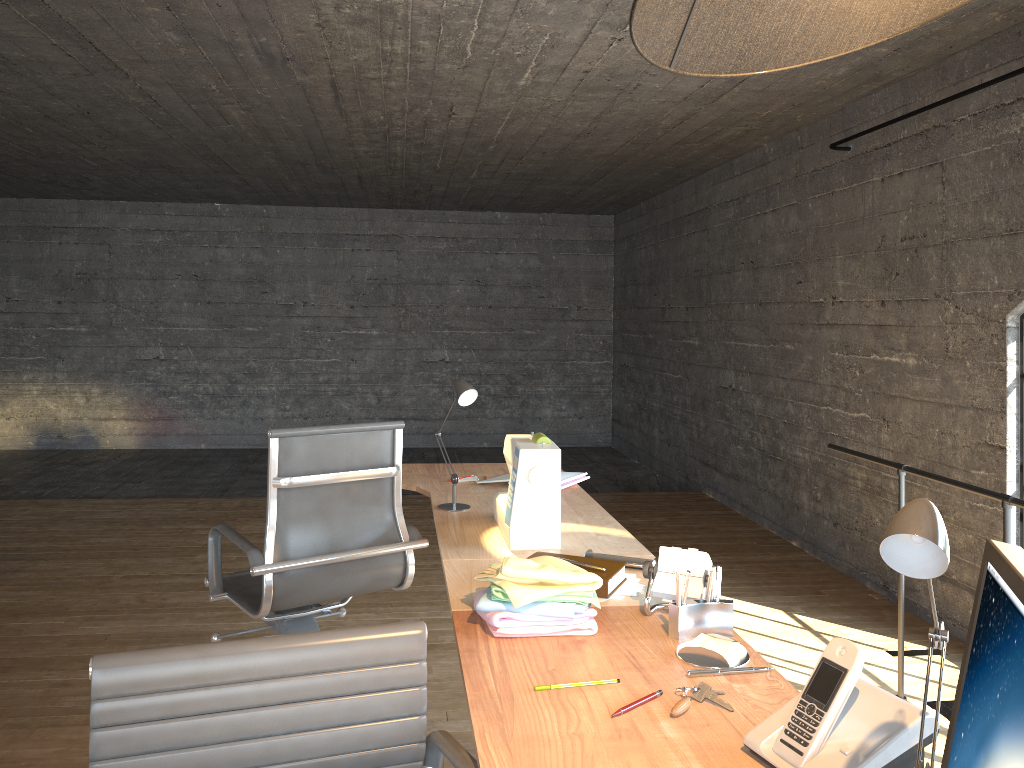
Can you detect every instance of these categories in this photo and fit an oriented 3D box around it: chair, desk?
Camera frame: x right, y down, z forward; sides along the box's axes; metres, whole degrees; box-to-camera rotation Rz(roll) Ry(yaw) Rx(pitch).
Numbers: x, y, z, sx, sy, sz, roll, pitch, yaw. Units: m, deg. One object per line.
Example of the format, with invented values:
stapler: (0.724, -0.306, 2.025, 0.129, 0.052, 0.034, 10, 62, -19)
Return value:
chair: (-0.679, 0.618, 2.805, 0.652, 1.016, 0.685, 1, 0, -38)
chair: (-0.262, 0.828, 1.112, 0.653, 0.860, 0.685, 1, 1, -21)
desk: (-0.381, 0.830, 1.886, 1.634, 0.738, 3.516, 0, 4, -6)

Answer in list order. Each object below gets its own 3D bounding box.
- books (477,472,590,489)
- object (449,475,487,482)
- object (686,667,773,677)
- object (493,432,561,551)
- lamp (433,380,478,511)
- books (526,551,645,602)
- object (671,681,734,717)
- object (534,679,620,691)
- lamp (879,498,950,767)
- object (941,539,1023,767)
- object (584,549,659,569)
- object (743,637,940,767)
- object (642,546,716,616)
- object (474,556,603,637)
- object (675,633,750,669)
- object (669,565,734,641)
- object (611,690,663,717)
books: (0.086, 0.342, 3.253, 0.318, 0.044, 0.307, 3, 5, 27)
object: (-0.165, 0.351, 3.303, 0.142, 0.013, 0.128, 0, 4, -4)
object: (0.375, 0.492, 1.513, 0.158, 0.011, 0.011, 0, 2, -10)
object: (0.037, 0.278, 2.496, 0.137, 0.284, 0.403, 1, 2, -7)
lamp: (-0.187, 0.188, 2.825, 0.105, 0.409, 0.207, 1, 0, -21)
books: (0.163, 0.430, 2.030, 0.291, 0.054, 0.260, 3, 5, 33)
object: (0.298, 0.495, 1.388, 0.097, 0.024, 0.107, 1, 4, 7)
object: (0.108, 0.495, 1.454, 0.147, 0.007, 0.008, 0, 2, -14)
lamp: (0.480, 0.332, 1.012, 0.207, 0.409, 0.105, 1, -1, -40)
object: (0.393, 0.367, 0.668, 0.286, 0.391, 0.470, 1, 2, 18)
object: (0.269, 0.434, 2.183, 0.181, 0.026, 0.075, 3, 4, 23)
object: (0.444, 0.440, 1.202, 0.190, 0.165, 0.169, 0, 2, -22)
object: (0.349, 0.408, 1.810, 0.154, 0.135, 0.099, 2, 1, 28)
object: (0.051, 0.408, 1.786, 0.255, 0.130, 0.253, 1, 3, -5)
object: (0.362, 0.478, 1.596, 0.132, 0.026, 0.132, 0, 4, -7)
object: (0.367, 0.419, 1.702, 0.133, 0.129, 0.039, 0, -1, -12)
object: (0.196, 0.501, 1.384, 0.125, 0.009, 0.012, -3, 4, -44)
